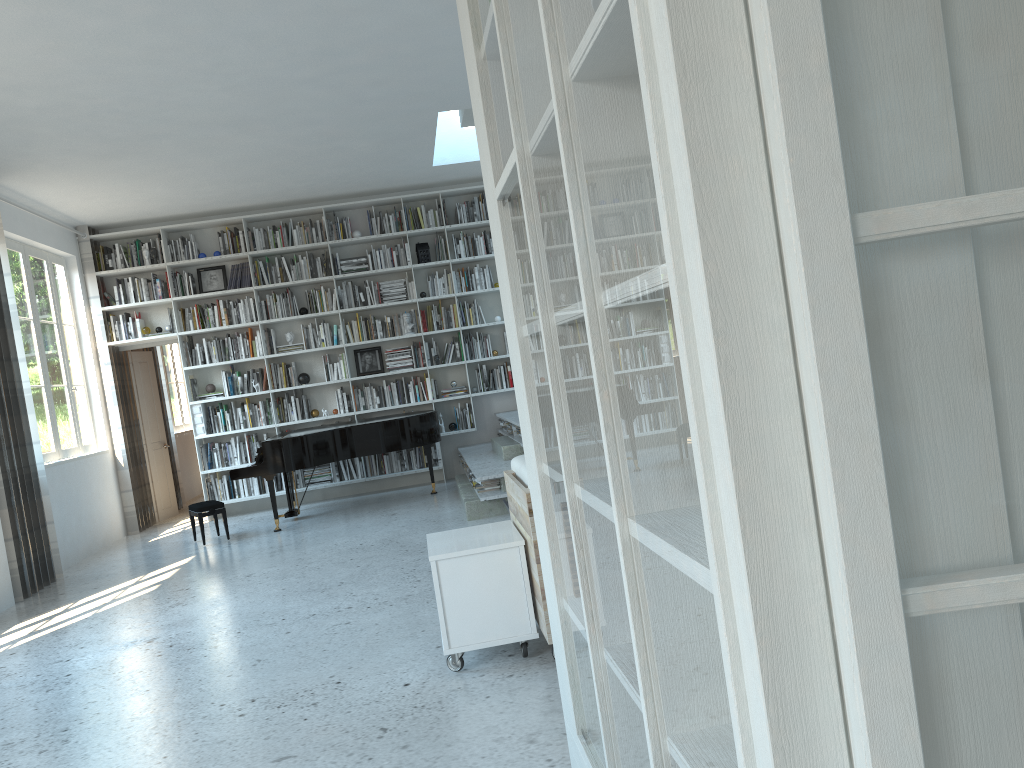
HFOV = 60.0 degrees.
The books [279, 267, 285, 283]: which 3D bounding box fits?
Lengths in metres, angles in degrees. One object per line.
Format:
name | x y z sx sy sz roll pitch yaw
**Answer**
books | -2.475 -1.159 9.576 0.034 0.180 0.160 -9 2 -6

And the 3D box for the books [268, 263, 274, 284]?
books | -2.584 -1.173 9.547 0.031 0.242 0.181 -9 2 -6

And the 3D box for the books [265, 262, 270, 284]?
books | -2.618 -1.177 9.550 0.011 0.260 0.157 -9 2 -6

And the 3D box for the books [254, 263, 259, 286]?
books | -2.734 -1.157 9.525 0.023 0.256 0.174 -9 2 -6

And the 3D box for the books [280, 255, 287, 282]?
books | -2.463 -1.229 9.584 0.013 0.315 0.135 -9 2 -6

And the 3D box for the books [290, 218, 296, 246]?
books | -2.354 -1.617 9.578 0.014 0.315 0.166 -9 2 -6

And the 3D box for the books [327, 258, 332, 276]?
books | -1.975 -1.252 9.643 0.028 0.212 0.134 -9 2 -6

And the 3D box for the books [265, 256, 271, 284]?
books | -2.610 -1.206 9.542 0.012 0.315 0.171 -9 2 -6

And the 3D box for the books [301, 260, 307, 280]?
books | -2.238 -1.218 9.581 0.021 0.226 0.191 -9 2 -6

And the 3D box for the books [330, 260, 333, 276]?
books | -1.952 -1.247 9.652 0.019 0.194 0.098 -9 2 -6

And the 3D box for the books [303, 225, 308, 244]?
books | -2.217 -1.594 9.584 0.021 0.229 0.161 -9 2 -6

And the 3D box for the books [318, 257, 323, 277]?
books | -2.073 -1.250 9.626 0.024 0.237 0.153 -9 2 -6

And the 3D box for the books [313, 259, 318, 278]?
books | -2.117 -1.233 9.602 0.030 0.218 0.182 -9 2 -6

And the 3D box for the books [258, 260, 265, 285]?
books | -2.696 -1.179 9.542 0.010 0.287 0.148 -9 2 -6

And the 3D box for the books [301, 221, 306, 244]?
books | -2.236 -1.610 9.575 0.014 0.266 0.192 -9 2 -6

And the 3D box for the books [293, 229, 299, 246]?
books | -2.322 -1.559 9.575 0.031 0.190 0.181 -9 2 -6

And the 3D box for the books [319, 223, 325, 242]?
books | -2.047 -1.619 9.597 0.026 0.225 0.172 -9 2 -6

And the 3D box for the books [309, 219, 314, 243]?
books | -2.156 -1.632 9.593 0.013 0.285 0.159 -9 2 -6

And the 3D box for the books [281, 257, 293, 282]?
books | -2.415 -1.221 9.564 0.075 0.285 0.178 -9 2 -6

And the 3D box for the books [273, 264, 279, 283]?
books | -2.530 -1.170 9.560 0.029 0.219 0.157 -9 2 -6

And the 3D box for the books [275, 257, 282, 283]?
books | -2.510 -1.211 9.561 0.023 0.293 0.155 -9 2 -6

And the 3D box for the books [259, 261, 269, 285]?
books | -2.658 -1.179 9.553 0.067 0.274 0.168 -9 2 -6

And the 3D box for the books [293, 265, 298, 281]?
books | -2.331 -1.181 9.583 0.028 0.180 0.168 -9 2 -6

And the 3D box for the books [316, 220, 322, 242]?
books | -2.079 -1.632 9.614 0.029 0.261 0.151 -9 2 -6

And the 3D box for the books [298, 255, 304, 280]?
books | -2.268 -1.245 9.601 0.026 0.286 0.137 -9 2 -6

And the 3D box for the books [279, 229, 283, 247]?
books | -2.472 -1.549 9.555 0.011 0.216 0.160 -9 2 -6

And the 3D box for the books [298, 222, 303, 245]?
books | -2.281 -1.605 9.589 0.014 0.269 0.156 -9 2 -6

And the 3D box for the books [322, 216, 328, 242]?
books | -2.013 -1.656 9.603 0.026 0.288 0.176 -9 2 -6

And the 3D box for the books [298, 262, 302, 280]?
books | -2.279 -1.203 9.588 0.010 0.208 0.173 -9 2 -6

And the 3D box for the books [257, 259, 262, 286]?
books | -2.712 -1.188 9.563 0.014 0.309 0.130 -9 2 -6

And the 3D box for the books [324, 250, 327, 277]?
books | -2.022 -1.290 9.612 0.058 0.302 0.175 -9 2 -6

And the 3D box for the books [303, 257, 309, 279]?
books | -2.219 -1.239 9.602 0.028 0.261 0.135 -9 2 -6

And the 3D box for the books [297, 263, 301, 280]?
books | -2.299 -1.203 9.612 0.024 0.212 0.128 -9 2 -6

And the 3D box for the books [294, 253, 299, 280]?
books | -2.321 -1.247 9.583 0.012 0.308 0.145 -9 2 -6

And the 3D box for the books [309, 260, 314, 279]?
books | -2.167 -1.223 9.615 0.024 0.213 0.150 -9 2 -6

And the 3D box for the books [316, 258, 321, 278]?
books | -2.093 -1.239 9.609 0.022 0.223 0.161 -9 2 -6

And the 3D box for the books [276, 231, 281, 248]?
books | -2.506 -1.536 9.563 0.030 0.201 0.152 -9 2 -6

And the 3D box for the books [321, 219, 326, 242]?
books | -2.032 -1.642 9.606 0.014 0.267 0.171 -9 2 -6

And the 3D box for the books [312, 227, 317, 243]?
books | -2.127 -1.586 9.591 0.031 0.185 0.176 -9 2 -6

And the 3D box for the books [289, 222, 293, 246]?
books | -2.382 -1.591 9.562 0.052 0.273 0.172 -9 2 -6

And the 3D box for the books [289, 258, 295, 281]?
books | -2.365 -1.219 9.586 0.027 0.265 0.168 -9 2 -6

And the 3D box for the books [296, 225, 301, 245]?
books | -2.298 -1.586 9.586 0.026 0.236 0.134 -9 2 -6

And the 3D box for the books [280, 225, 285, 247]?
books | -2.463 -1.568 9.557 0.013 0.251 0.183 -9 2 -6

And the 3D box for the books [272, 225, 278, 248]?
books | -2.541 -1.565 9.567 0.028 0.268 0.151 -9 2 -6

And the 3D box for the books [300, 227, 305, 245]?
books | -2.257 -1.581 9.601 0.029 0.213 0.141 -9 2 -6

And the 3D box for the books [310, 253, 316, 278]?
books | -2.150 -1.265 9.618 0.022 0.290 0.146 -9 2 -6

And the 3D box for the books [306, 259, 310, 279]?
books | -2.196 -1.227 9.601 0.013 0.231 0.141 -9 2 -6

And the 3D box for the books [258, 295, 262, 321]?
books | -2.702 -0.806 9.561 0.012 0.285 0.159 -9 2 -6

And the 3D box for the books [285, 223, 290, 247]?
books | -2.414 -1.588 9.561 0.013 0.276 0.164 -9 2 -6

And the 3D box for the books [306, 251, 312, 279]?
books | -2.189 -1.270 9.590 0.011 0.313 0.183 -9 2 -6

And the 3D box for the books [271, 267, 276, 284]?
books | -2.556 -1.157 9.564 0.024 0.201 0.153 -9 2 -6

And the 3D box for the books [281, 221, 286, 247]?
books | -2.456 -1.593 9.559 0.010 0.299 0.151 -9 2 -6

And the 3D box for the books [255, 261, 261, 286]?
books | -2.720 -1.173 9.541 0.013 0.283 0.158 -9 2 -6

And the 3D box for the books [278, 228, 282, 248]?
books | -2.487 -1.556 9.561 0.013 0.234 0.154 -9 2 -6

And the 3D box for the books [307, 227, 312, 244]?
books | -2.177 -1.586 9.574 0.026 0.200 0.187 -9 2 -6

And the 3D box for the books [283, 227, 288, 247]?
books | -2.433 -1.565 9.574 0.029 0.236 0.130 -9 2 -6

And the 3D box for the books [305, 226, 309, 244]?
books | -2.197 -1.586 9.574 0.013 0.207 0.178 -9 2 -6

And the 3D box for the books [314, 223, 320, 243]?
books | -2.104 -1.616 9.603 0.026 0.237 0.149 -9 2 -6
